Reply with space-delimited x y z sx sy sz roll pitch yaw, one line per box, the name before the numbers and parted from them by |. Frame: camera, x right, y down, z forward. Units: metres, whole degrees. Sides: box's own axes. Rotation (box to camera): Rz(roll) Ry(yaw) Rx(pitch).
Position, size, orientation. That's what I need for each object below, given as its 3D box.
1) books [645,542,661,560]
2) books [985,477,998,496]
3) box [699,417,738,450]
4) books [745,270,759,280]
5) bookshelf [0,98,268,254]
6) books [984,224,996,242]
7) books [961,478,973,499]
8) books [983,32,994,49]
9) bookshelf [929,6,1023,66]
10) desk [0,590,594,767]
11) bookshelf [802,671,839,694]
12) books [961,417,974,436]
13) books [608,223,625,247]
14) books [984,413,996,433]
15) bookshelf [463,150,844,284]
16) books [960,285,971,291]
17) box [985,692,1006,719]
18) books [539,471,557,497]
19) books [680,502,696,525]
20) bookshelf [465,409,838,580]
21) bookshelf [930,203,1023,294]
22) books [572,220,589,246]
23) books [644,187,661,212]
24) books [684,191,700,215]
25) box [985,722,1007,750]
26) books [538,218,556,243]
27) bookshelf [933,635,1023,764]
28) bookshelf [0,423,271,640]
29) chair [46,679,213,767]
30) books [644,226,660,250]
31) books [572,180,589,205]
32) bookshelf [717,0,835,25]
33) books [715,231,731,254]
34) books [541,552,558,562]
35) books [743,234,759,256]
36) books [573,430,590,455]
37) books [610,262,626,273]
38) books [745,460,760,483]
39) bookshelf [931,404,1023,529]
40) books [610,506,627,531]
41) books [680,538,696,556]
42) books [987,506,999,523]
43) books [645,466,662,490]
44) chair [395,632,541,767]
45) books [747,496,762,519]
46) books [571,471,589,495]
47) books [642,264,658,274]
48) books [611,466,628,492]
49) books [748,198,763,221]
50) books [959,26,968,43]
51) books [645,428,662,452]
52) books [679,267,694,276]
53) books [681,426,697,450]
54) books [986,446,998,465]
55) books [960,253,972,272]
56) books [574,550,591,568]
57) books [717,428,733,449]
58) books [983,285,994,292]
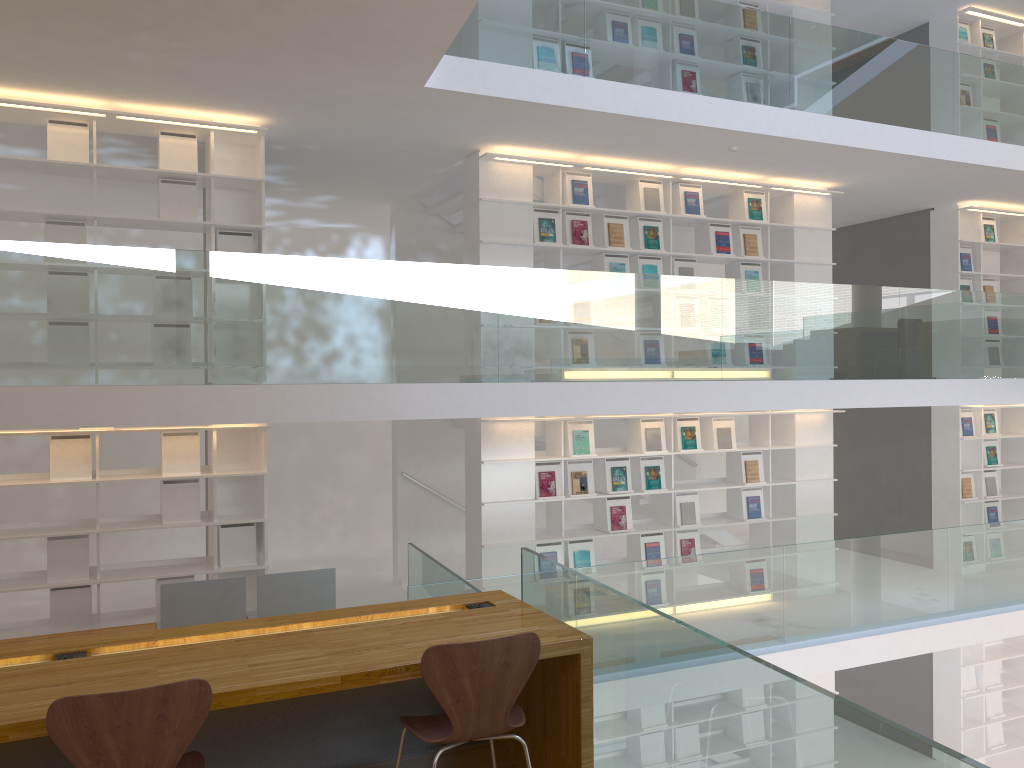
books | 1.215 1.471 7.636 0.145 0.210 0.037 0 0 -25
books | 5.151 1.108 9.528 0.145 0.210 0.037 0 0 -25
box | -1.234 2.212 6.607 7.125 3.764 0.498 0 0 -25
books | 2.197 -0.930 8.089 0.145 0.210 0.037 0 0 -25
bookshelf | -3.135 -0.906 5.727 2.984 1.836 0.498 0 0 -25
books | 5.129 -1.609 9.523 0.145 0.210 0.037 0 0 -25
books | 4.803 1.101 9.370 0.145 0.210 0.037 0 0 -25
books | 5.114 -3.658 9.517 0.145 0.210 0.037 0 0 -25
bookshelf | 5.949 -3.031 9.941 2.984 1.836 0.498 0 0 -25
desk | -1.415 1.324 2.912 3.236 0.918 1.285 0 0 -25
bookshelf | 1.399 3.154 7.832 3.666 1.836 0.498 0 0 -25
books | 4.815 0.459 9.373 0.145 0.210 0.037 0 0 -25
books | 0.880 -1.251 7.482 0.145 0.210 0.037 0 0 -25
books | 5.137 0.423 9.526 0.145 0.210 0.037 0 0 -25
bookshelf | 1.369 -0.944 7.820 3.666 1.836 0.498 0 0 -25
books | 4.791 -0.939 9.362 0.145 0.210 0.037 0 0 -25
box | 5.164 3.434 9.650 0.245 0.296 0.274 0 0 -25
books | 0.290 0.817 7.207 0.145 0.210 0.037 0 0 -25
books | 1.549 1.147 7.788 0.145 0.210 0.037 0 0 -25
bookshelf | 1.363 1.117 7.872 3.666 1.836 0.397 0 0 -25
bookshelf | 5.964 -0.984 9.947 2.984 1.836 0.498 0 0 -25
books | 0.565 -1.249 7.336 0.145 0.210 0.037 0 0 -25
books | 1.208 -1.584 7.631 0.145 0.210 0.037 0 0 -25
books | 1.589 -1.589 7.808 0.145 0.210 0.037 0 0 -25
box | 5.176 3.764 9.655 0.245 0.296 0.274 0 0 -25
books | 0.288 -1.243 7.209 0.145 0.210 0.037 0 0 -25
bookshelf | 5.994 3.113 9.959 2.984 1.836 0.498 0 0 -25
bookshelf | -3.120 1.155 5.733 2.984 1.836 0.498 0 0 -25
chair | -1.037 1.118 2.413 0.428 0.693 0.381 0 0 -25
books | 1.204 -1.254 7.629 0.145 0.210 0.037 0 0 -25
books | 0.566 -1.580 7.333 0.145 0.210 0.037 0 0 -25
bookshelf | 1.354 -2.991 7.814 3.666 1.836 0.498 0 0 -25
books | 1.892 -1.262 7.952 0.145 0.210 0.037 0 0 -25
books | 0.306 1.475 7.211 0.145 0.210 0.037 0 0 -25
books | 2.179 -1.262 8.085 0.145 0.210 0.037 0 0 -25
books | 0.575 0.489 7.336 0.145 0.210 0.037 0 0 -25
books | 0.898 -0.918 7.487 0.145 0.210 0.037 0 0 -25
books | 2.192 0.805 8.089 0.145 0.210 0.037 0 0 -25
bookshelf | 5.979 1.077 9.953 2.984 1.836 0.498 0 0 -25
books | 0.902 1.138 7.491 0.145 0.210 0.037 0 0 -25
books | 1.549 1.469 7.791 0.145 0.210 0.037 0 0 -25
books | 5.176 1.428 9.539 0.145 0.210 0.037 0 0 -25
books | 1.216 0.813 7.634 0.145 0.210 0.037 0 0 -25
chair | -0.156 1.111 2.822 0.428 0.693 0.381 0 0 -25
books | 2.210 1.133 8.094 0.145 0.210 0.037 0 0 -25
books | 0.563 0.830 7.344 0.145 0.210 0.037 0 0 -25
books | 1.191 -0.923 7.626 0.145 0.210 0.037 0 0 -25
books | 0.908 0.805 7.496 0.145 0.210 0.037 0 0 -25
books | 2.224 -1.592 8.102 0.145 0.210 0.037 0 0 -25
books | 4.750 -3.659 9.348 0.145 0.210 0.037 0 0 -25
books | 1.220 0.483 7.636 0.145 0.210 0.037 0 0 -25
books | 1.537 -0.919 7.783 0.145 0.210 0.037 0 0 -25
books | 1.556 0.480 7.792 0.145 0.210 0.037 0 0 -25
books | 5.163 0.777 9.534 0.145 0.210 0.037 0 0 -25
books | 4.795 -1.276 9.364 0.145 0.210 0.037 0 0 -25
books | 0.585 1.486 7.340 0.145 0.210 0.037 0 0 -25
books | 1.909 0.497 7.955 0.145 0.210 0.037 0 0 -25
books | 5.124 -0.952 9.520 0.145 0.210 0.037 0 0 -25
